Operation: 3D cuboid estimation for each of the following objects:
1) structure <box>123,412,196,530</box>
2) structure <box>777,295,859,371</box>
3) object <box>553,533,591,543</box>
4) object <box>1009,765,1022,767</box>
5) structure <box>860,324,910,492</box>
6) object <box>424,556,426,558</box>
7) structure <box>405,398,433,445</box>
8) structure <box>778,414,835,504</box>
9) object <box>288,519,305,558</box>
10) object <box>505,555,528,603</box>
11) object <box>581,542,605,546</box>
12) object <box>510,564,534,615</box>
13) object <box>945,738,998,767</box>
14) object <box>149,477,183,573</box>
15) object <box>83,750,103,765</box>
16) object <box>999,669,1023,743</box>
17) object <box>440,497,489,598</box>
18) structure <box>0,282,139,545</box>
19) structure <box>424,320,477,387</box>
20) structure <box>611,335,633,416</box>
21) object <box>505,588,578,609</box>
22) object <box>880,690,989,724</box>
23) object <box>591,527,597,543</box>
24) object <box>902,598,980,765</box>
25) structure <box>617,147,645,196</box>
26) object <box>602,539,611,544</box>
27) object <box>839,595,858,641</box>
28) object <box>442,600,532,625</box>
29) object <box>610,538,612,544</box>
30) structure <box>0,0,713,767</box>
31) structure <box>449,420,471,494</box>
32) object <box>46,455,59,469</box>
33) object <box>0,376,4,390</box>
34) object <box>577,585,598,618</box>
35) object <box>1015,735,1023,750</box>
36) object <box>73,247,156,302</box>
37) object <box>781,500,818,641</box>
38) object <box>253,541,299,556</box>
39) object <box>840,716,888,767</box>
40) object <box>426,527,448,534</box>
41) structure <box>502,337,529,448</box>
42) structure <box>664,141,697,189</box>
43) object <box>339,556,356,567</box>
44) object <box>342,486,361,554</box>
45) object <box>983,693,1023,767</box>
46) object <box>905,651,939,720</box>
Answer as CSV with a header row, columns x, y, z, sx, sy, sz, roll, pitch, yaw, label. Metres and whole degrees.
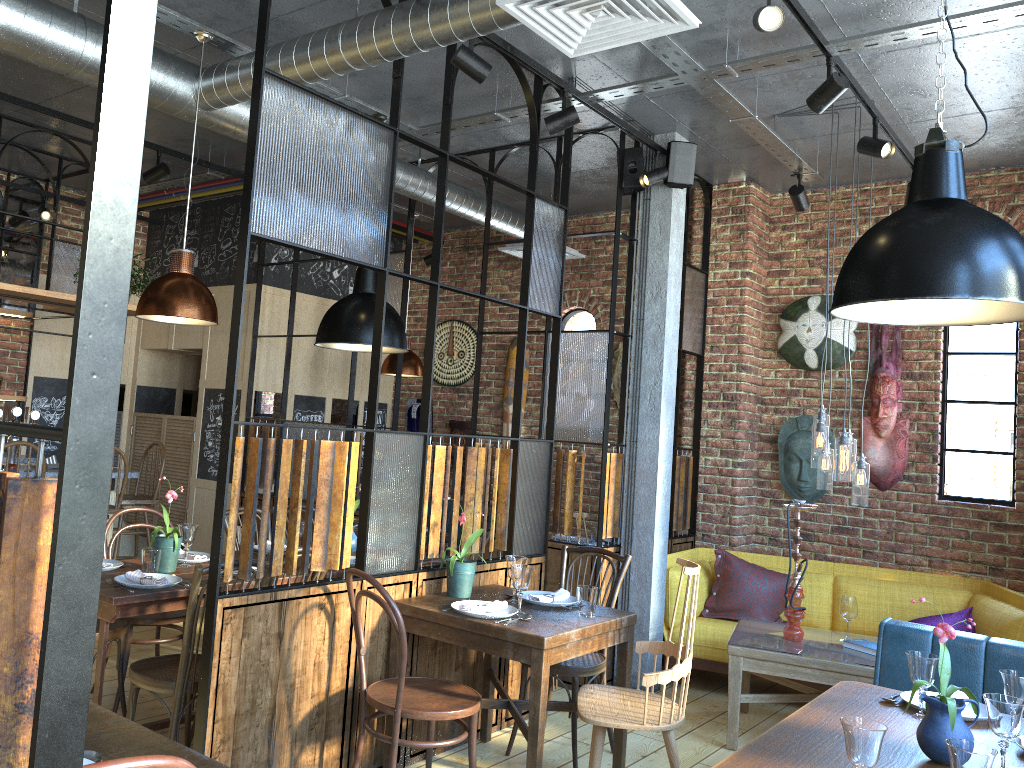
x,y,z,sx,sy,sz,roll,pitch,yaw,label
-3.667,0.614,5.673,1.293,0.996,4.900,3,-3,9,structure
2.092,-0.351,6.058,0.556,0.521,0.140,1,-5,37,structure
0.405,1.070,6.115,0.282,0.051,0.309,1,-4,40,object
1.355,0.988,2.161,0.282,0.051,0.309,1,-4,40,object
2.453,0.133,5.788,0.224,1.148,0.229,4,-4,-8,structure
-0.607,0.932,4.875,0.282,0.051,0.309,1,-4,40,object
-0.890,0.415,8.234,0.339,0.560,0.109,1,-5,37,structure
1.997,0.527,6.019,0.384,0.640,0.099,1,-5,38,structure
-1.133,0.811,4.619,0.094,0.192,0.102,6,-5,-33,object
0.013,0.847,3.822,0.100,0.192,0.096,3,-4,12,object
0.538,1.061,5.782,0.340,0.051,0.256,1,-4,40,object
0.036,0.835,3.575,0.097,0.192,0.099,4,-4,-6,object
0.983,0.875,1.891,0.095,0.192,0.101,5,-4,-24,object
-1.561,0.628,3.987,0.143,0.427,0.207,5,-4,-21,object
-0.886,0.736,1.649,0.282,0.051,0.309,1,-4,40,object
1.485,0.949,2.586,0.095,0.192,0.101,5,-4,-24,object
-0.206,0.717,3.877,0.202,0.427,0.143,5,-4,-19,object
-4.031,0.419,6.071,1.822,2.177,2.229,1,-5,36,structure
-0.560,-0.284,8.084,0.692,0.620,0.075,1,-5,35,structure
1.011,-0.051,6.846,0.616,0.727,0.121,1,-5,37,structure
0.141,0.929,3.865,0.340,0.051,0.256,1,-4,40,object
1.388,1.027,2.850,0.340,0.051,0.256,1,-4,40,object
0.580,1.043,6.046,0.082,0.120,0.087,5,-4,-22,object
1.175,0.796,2.376,0.208,0.432,0.142,6,-5,-34,object
0.726,-1.296,5.382,0.188,0.268,0.162,3,-4,10,structure
0.756,1.098,6.169,0.340,0.051,0.256,1,-4,40,object
1.731,1.208,4.538,0.089,0.229,0.093,5,-4,-15,object
-0.096,0.893,3.514,0.340,0.051,0.256,1,-4,40,object
0.664,1.003,5.863,0.094,0.192,0.102,6,-5,-33,object
-2.413,-0.116,4.720,6.233,3.331,5.650,3,-4,20,structure
-0.465,0.654,7.869,0.272,0.656,0.152,1,-5,37,structure
-3.237,0.547,6.182,0.093,0.091,0.174,3,-3,10,object
-4.210,-0.034,7.160,0.092,0.235,0.138,2,-4,22,object
0.307,0.892,3.615,0.088,0.120,0.081,2,-4,26,object
1.560,1.018,2.447,0.282,0.051,0.309,1,-4,40,object
-2.828,-0.759,6.359,0.622,0.370,0.485,3,-4,15,object
1.435,0.945,4.472,0.176,0.705,0.249,1,-5,27,object
-1.268,0.877,4.719,0.282,0.051,0.309,1,-4,40,object
0.795,0.868,2.001,0.095,0.192,0.101,5,-4,-24,object
-0.696,1.174,7.148,0.340,0.051,0.256,1,-4,40,object
0.007,0.138,7.582,0.242,1.122,0.089,0,-5,37,structure
0.977,-1.289,5.189,0.162,0.268,0.188,5,-4,-13,structure
-0.855,0.895,4.516,0.282,0.051,0.309,1,-4,40,object
-0.893,0.721,4.845,0.208,0.432,0.142,6,-5,-34,object
1.284,0.919,2.300,0.095,0.192,0.101,5,-4,-24,object
1.280,0.943,2.753,0.095,0.192,0.101,5,-4,-24,object
